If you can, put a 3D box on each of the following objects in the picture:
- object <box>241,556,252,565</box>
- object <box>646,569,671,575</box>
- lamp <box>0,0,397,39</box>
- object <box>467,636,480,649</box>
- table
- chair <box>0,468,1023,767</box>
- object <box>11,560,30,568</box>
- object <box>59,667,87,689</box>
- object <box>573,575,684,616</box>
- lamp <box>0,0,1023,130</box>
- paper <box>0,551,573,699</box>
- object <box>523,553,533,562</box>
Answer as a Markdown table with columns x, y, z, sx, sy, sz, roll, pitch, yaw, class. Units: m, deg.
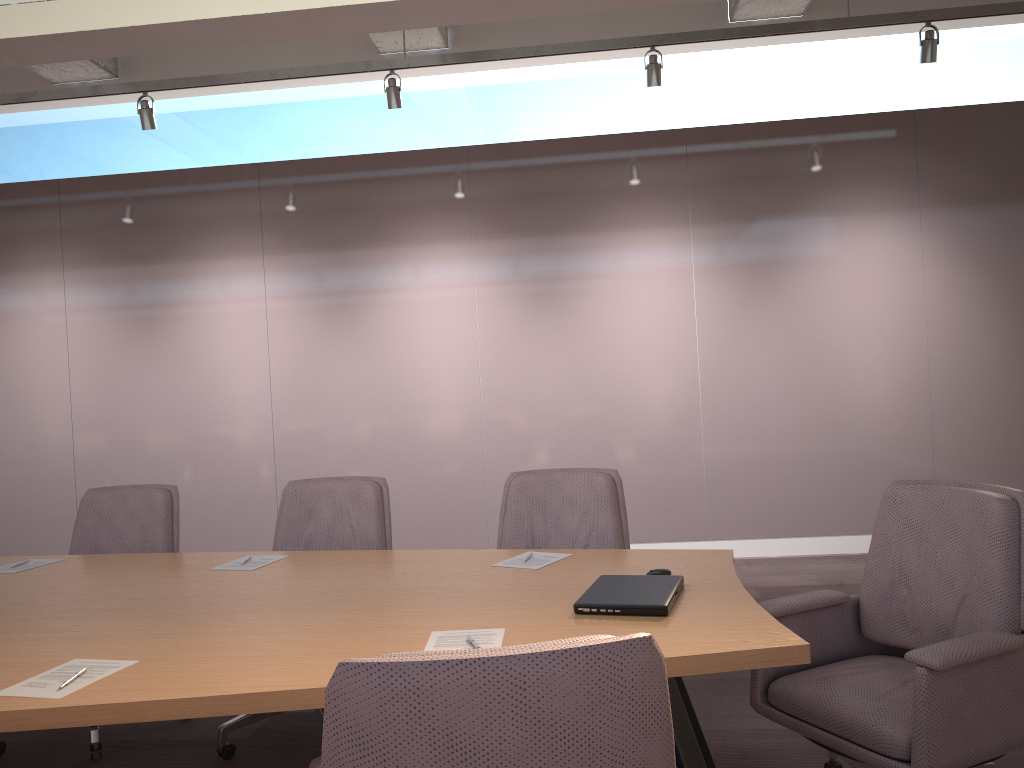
| x | y | z | sx | sy | sz | roll | pitch | yaw | class |
| --- | --- | --- | --- | --- | --- | --- | --- | --- | --- |
| -0.915 | 0.607 | 3.060 | 0.009 | 0.009 | 0.125 | -3 | 0 | -2 | object |
| 0.412 | 0.529 | 2.490 | 0.070 | 0.019 | 0.039 | -3 | 0 | -1 | object |
| -3.092 | -1.849 | 2.626 | 6.974 | 1.864 | 0.200 | -3 | 0 | 5 | lamp |
| -0.079 | 0.562 | 1.911 | 0.009 | 0.009 | 0.125 | -3 | 0 | -16 | object |
| -3.302 | 1.121 | 2.677 | 8.000 | 0.748 | 1.885 | -3 | 0 | 5 | table |
| -3.413 | 1.025 | 2.695 | 9.673 | 0.948 | 3.001 | -3 | 0 | 6 | chair |
| -1.796 | 0.656 | 3.245 | 0.009 | 0.009 | 0.125 | -3 | 0 | 0 | object |
| -0.908 | 0.608 | 1.831 | 0.009 | 0.009 | 0.125 | -3 | 0 | -3 | object |
| 0.302 | 0.533 | 2.253 | 0.231 | 0.026 | 0.325 | -3 | 0 | 18 | object |
| -3.214 | -2.113 | 2.595 | 12.467 | 1.321 | 5.699 | -3 | 0 | 5 | lamp |
| -3.232 | 0.741 | 2.675 | 6.800 | 0.001 | 1.713 | -3 | 0 | 6 | paper |
| 0.053 | 0.553 | 2.840 | 0.009 | 0.009 | 0.125 | -3 | 0 | 13 | object |
